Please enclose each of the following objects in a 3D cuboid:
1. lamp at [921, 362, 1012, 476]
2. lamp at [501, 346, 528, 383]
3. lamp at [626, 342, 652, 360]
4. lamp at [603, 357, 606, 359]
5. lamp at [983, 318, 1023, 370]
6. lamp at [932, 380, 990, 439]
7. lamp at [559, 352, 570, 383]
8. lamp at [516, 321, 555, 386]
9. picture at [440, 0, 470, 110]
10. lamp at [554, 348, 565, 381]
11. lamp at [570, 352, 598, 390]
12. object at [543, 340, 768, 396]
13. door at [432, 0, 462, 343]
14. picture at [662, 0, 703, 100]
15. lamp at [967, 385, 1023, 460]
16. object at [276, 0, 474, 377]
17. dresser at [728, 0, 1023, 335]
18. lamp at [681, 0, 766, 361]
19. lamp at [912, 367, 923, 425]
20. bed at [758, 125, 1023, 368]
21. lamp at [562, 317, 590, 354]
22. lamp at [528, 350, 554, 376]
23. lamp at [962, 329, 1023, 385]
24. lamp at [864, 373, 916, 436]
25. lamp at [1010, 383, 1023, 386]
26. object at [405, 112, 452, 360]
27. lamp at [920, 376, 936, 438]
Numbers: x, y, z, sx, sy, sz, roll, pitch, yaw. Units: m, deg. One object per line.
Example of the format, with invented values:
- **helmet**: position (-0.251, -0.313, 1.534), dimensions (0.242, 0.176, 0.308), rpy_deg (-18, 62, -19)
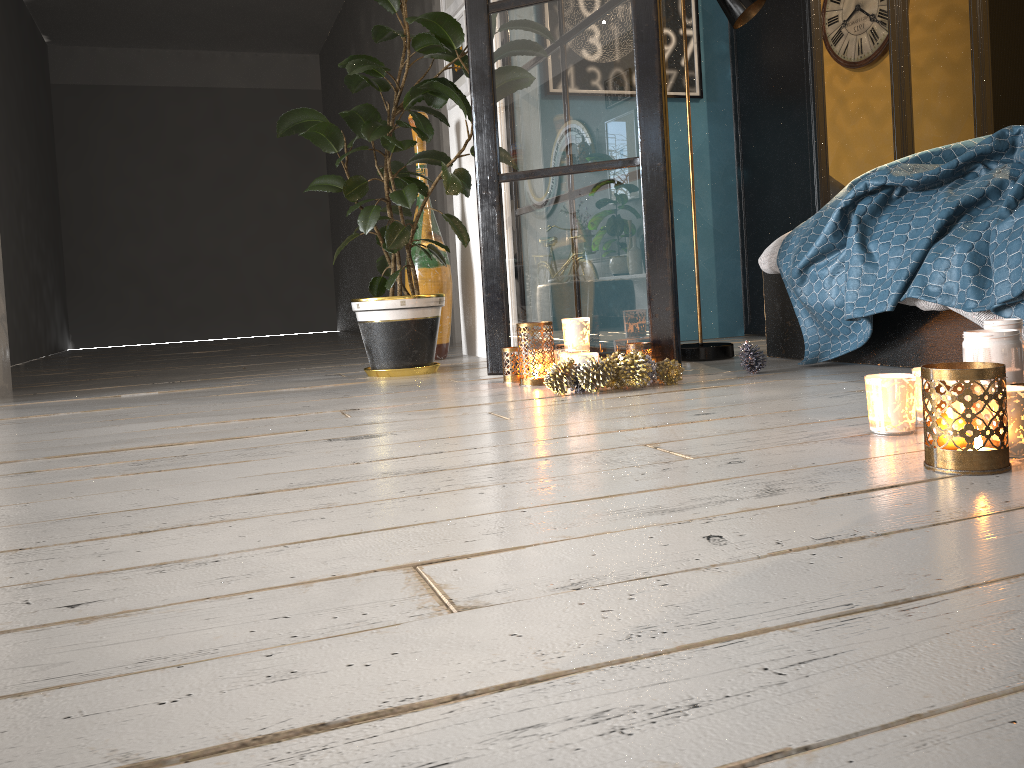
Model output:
- **lamp**: position (0.619, 0.045, 1.210), dimensions (0.107, 0.140, 0.108), rpy_deg (-1, 4, 34)
- **lamp**: position (0.010, -0.061, 2.798), dimensions (0.084, 0.110, 0.084), rpy_deg (-7, 5, -44)
- **lamp**: position (0.385, -0.071, 2.674), dimensions (0.081, 0.106, 0.081), rpy_deg (-5, 3, -20)
- **lamp**: position (0.296, -0.038, 2.542), dimensions (0.069, 0.080, 0.069), rpy_deg (-4, 4, -12)
- **lamp**: position (0.881, -0.026, 1.582), dimensions (0.092, 0.179, 0.092), rpy_deg (-3, 3, 1)
- **lamp**: position (0.691, 0.046, 1.360), dimensions (0.080, 0.098, 0.081), rpy_deg (-2, 4, 21)
- **lamp**: position (0.180, -0.044, 2.564), dimensions (0.080, 0.098, 0.081), rpy_deg (-2, 4, 21)
- **lamp**: position (0.073, -0.092, 2.660), dimensions (0.115, 0.186, 0.115), rpy_deg (-5, 3, -21)
- **picture**: position (-1.172, -1.587, 3.735), dimensions (1.948, 0.751, 0.359), rpy_deg (-5, 3, -20)
- **lamp**: position (0.171, -0.058, 2.709), dimensions (0.080, 0.098, 0.081), rpy_deg (-2, 4, 21)
- **lamp**: position (0.204, -0.036, 2.476), dimensions (0.080, 0.098, 0.081), rpy_deg (-2, 4, 21)
- **object**: position (0.417, -0.050, 2.475), dimensions (0.719, 0.117, 0.192), rpy_deg (-7, 6, -31)
- **door**: position (-0.178, -1.375, 5.030), dimensions (0.178, 2.300, 1.038), rpy_deg (-4, 3, -20)
- **picture**: position (-0.971, -1.444, 1.474), dimensions (7.305, 1.790, 4.049), rpy_deg (-5, 5, -20)
- **lamp**: position (0.701, 0.055, 1.271), dimensions (0.080, 0.098, 0.081), rpy_deg (-2, 4, 21)
- **object**: position (0.203, -0.827, 1.905), dimensions (1.013, 1.788, 3.905), rpy_deg (-4, 5, -20)
- **dresser**: position (1.855, -1.592, 4.306), dimensions (1.434, 2.610, 0.638), rpy_deg (-4, 2, -20)
- **lamp**: position (0.732, -0.857, 3.195), dimensions (0.403, 1.521, 0.233), rpy_deg (-3, 2, 10)
- **lamp**: position (0.758, 0.021, 1.575), dimensions (0.080, 0.098, 0.081), rpy_deg (-1, 4, 35)
- **bed**: position (2.083, -0.495, 2.533), dimensions (2.326, 0.768, 1.902), rpy_deg (-5, 5, -19)
- **lamp**: position (0.184, -0.138, 2.517), dimensions (0.080, 0.098, 0.081), rpy_deg (-2, 4, 21)
- **lamp**: position (0.092, -0.058, 2.756), dimensions (0.080, 0.098, 0.081), rpy_deg (-2, 4, 21)
- **lamp**: position (0.809, -0.006, 1.488), dimensions (0.089, 0.166, 0.093), rpy_deg (-1, 3, 37)
- **lamp**: position (0.645, 0.035, 1.504), dimensions (0.080, 0.098, 0.081), rpy_deg (-2, 4, 21)
- **lamp**: position (0.789, 0.046, 1.339), dimensions (0.063, 0.091, 0.063), rpy_deg (-6, 4, -38)
- **object**: position (-0.393, -0.669, 4.032), dimensions (0.216, 1.121, 0.216), rpy_deg (-4, 2, -25)
- **lamp**: position (0.712, 0.037, 1.445), dimensions (0.080, 0.098, 0.081), rpy_deg (-2, 4, 21)
